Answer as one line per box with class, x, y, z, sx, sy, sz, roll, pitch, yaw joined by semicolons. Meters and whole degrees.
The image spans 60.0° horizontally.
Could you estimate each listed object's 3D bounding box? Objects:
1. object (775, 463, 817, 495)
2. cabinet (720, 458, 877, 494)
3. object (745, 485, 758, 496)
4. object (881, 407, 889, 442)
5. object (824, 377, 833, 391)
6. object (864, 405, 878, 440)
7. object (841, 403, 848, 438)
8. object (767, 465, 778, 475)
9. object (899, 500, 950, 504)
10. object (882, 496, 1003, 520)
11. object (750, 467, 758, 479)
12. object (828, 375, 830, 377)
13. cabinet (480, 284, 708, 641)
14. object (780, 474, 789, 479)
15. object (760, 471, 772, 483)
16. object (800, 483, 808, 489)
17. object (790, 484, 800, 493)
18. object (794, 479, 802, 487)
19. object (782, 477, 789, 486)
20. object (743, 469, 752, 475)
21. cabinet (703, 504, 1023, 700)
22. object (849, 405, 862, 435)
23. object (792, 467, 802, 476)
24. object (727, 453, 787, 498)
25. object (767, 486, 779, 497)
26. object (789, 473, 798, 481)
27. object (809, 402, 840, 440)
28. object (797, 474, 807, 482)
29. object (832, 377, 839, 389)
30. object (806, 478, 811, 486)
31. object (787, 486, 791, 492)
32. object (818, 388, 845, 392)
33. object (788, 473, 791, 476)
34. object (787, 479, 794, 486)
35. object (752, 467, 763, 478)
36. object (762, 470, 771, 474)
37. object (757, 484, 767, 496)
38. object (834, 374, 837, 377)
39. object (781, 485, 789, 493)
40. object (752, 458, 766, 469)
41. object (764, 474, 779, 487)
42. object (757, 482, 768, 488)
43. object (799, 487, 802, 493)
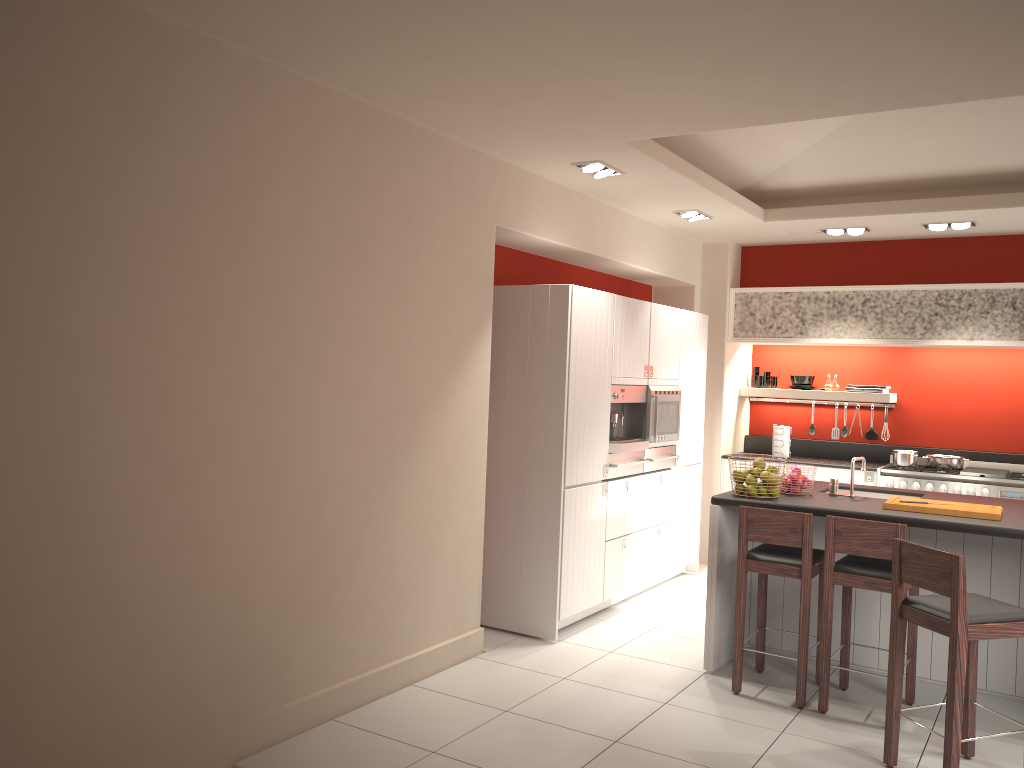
object;1.739;0.583;5.439;0.248;0.168;0.248;2;1;20
cabinet;2.687;1.216;8.180;1.361;0.993;0.687;3;1;32
object;1.390;0.618;5.145;0.068;0.068;0.068;3;1;43
object;3.466;0.371;8.224;0.069;0.328;0.069;2;0;9
object;2.974;-0.003;8.328;0.076;0.131;0.076;2;0;-16
object;3.373;0.361;8.303;0.123;0.331;0.040;2;0;32
object;3.160;0.346;8.413;0.067;0.323;0.022;2;0;31
object;1.546;0.514;5.266;0.067;0.064;0.067;3;1;33
object;2.296;0.655;4.905;0.302;0.010;0.035;2;1;2
object;2.372;0.680;4.884;0.570;0.033;0.372;3;1;30
object;1.460;0.527;5.301;0.078;0.076;0.071;2;0;1
object;2.977;-0.079;8.328;0.023;0.031;0.024;2;0;-16
cabinet;0.703;0.496;6.849;0.717;2.250;2.557;2;1;32
object;1.679;0.578;5.466;0.049;0.049;0.048;3;1;39
object;1.472;0.538;5.146;0.067;0.068;0.067;2;0;-6
object;1.779;0.619;5.404;0.046;0.043;0.046;2;1;-18
object;1.721;0.636;5.394;0.062;0.057;0.061;3;1;32
object;1.730;0.597;5.363;0.048;0.046;0.048;2;0;-9
object;1.676;0.597;5.421;0.059;0.059;0.060;3;1;44
object;1.395;0.534;5.263;0.062;0.061;0.057;2;1;-43
cabinet;2.366;1.251;5.209;2.034;1.011;1.423;3;1;32
object;3.245;0.347;8.362;0.124;0.297;0.009;2;0;32
object;1.739;0.538;5.419;0.056;0.058;0.056;2;0;-13
object;1.440;0.539;5.231;0.341;0.232;0.341;2;1;-25
object;1.521;0.623;5.177;0.068;0.068;0.068;3;1;43
object;1.704;0.562;5.366;0.048;0.046;0.048;2;0;-12
object;2.998;0.353;8.511;0.287;0.351;0.022;3;0;33
object;1.765;0.576;5.393;0.056;0.055;0.051;2;1;-44
object;3.051;-0.001;8.372;0.077;0.134;0.076;2;0;16
object;1.810;0.606;5.454;0.055;0.056;0.055;3;1;42
object;1.704;0.640;5.449;0.050;0.049;0.049;2;0;-2
object;3.010;0.054;8.350;0.183;0.027;0.160;2;1;-30
object;1.723;0.567;5.458;0.041;0.044;0.045;2;0;2
object;1.687;0.599;5.379;0.041;0.041;0.040;2;0;-21
object;1.438;0.518;5.195;0.062;0.061;0.057;2;1;-43
object;1.501;0.529;5.233;0.056;0.054;0.057;2;0;3
object;1.459;0.620;5.189;0.068;0.068;0.068;3;1;43
object;3.056;-0.075;8.372;0.026;0.032;0.023;2;0;15
object;1.666;0.639;5.424;0.050;0.049;0.049;2;0;-2
object;1.463;0.476;5.248;0.078;0.080;0.078;3;1;32
object;1.516;0.564;5.188;0.082;0.082;0.082;2;0;-1
object;1.496;0.614;5.260;0.084;0.079;0.086;2;0;-13
object;1.756;0.648;5.434;0.040;0.039;0.039;2;0;-9
